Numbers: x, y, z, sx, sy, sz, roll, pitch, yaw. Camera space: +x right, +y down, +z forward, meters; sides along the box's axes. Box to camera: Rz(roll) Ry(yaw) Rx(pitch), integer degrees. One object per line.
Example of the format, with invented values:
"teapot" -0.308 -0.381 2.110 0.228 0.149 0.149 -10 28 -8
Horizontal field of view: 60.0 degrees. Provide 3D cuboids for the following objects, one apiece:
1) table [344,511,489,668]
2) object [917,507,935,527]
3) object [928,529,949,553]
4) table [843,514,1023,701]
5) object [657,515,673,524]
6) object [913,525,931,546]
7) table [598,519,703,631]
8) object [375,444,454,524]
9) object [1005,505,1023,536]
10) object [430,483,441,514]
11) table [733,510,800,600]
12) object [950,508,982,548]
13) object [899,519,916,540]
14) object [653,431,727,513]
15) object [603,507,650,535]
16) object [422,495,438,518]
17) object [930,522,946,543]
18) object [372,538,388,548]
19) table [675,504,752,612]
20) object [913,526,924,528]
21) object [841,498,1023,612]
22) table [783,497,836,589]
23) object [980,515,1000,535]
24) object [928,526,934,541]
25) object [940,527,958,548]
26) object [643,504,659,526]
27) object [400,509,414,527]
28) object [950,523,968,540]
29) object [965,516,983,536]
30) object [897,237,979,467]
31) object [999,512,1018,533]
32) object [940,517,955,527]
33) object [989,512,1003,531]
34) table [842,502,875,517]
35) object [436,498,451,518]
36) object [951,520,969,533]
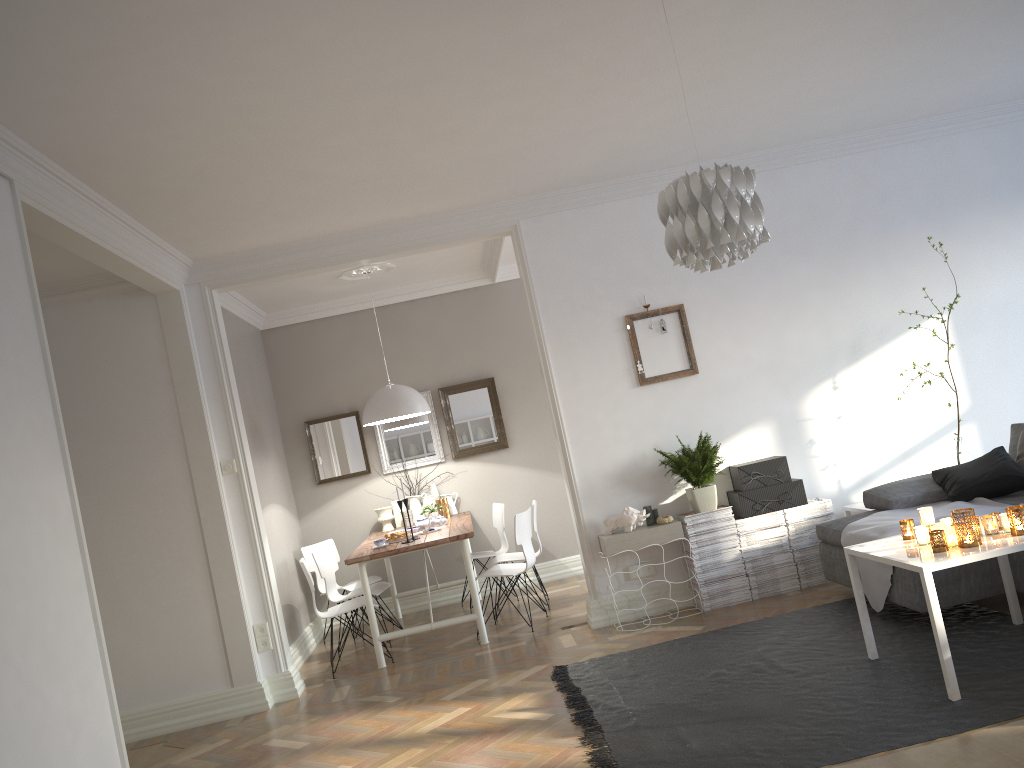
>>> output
"table" -0.647 1.489 6.720 0.852 0.749 1.988 -12 -3 -4
"object" 1.711 0.548 3.661 0.060 0.073 0.060 -13 -3 12
"object" 1.675 0.617 3.484 0.060 0.079 0.060 -11 -3 -14
"table" 1.899 0.877 3.632 0.715 0.504 0.675 -12 -3 -4
"object" 0.948 0.840 5.492 0.104 0.046 0.099 -15 -4 42
"object" 1.697 0.627 3.668 0.060 0.073 0.060 -11 -3 -24
"table" 0.847 1.179 5.498 0.553 0.575 0.299 -12 -3 -3
"object" -0.819 0.795 7.569 0.697 0.780 0.352 -11 -3 -22
"object" 1.992 0.536 3.481 0.080 0.104 0.080 -11 -3 -14
"object" -0.659 1.013 7.686 0.091 0.300 0.091 -14 -3 39
"table" 1.574 1.066 5.586 0.327 0.499 0.247 -12 -3 -4
"object" 1.775 0.564 3.467 0.090 0.139 0.087 -10 -3 -34
"object" 1.717 0.630 3.841 0.060 0.079 0.060 -12 -3 -10
"object" 1.152 0.560 5.556 0.438 0.526 0.369 -12 -3 -4
"object" 0.708 0.839 5.498 0.311 0.150 0.137 -14 -3 26
"object" -0.695 1.060 7.560 0.114 0.209 0.113 -12 -3 -4
"object" 1.760 0.612 3.649 0.060 0.073 0.060 -11 -3 -24
"object" -0.899 1.092 6.085 0.138 0.056 0.116 -14 -4 26
"table" 1.263 1.082 5.566 0.321 0.596 0.247 -12 -3 -4
"object" 1.697 0.624 3.668 0.056 0.066 0.057 -10 -4 -42
"object" 2.162 0.876 4.541 0.725 0.437 0.813 -12 -3 -6
"table" 1.881 1.001 5.608 0.327 0.499 0.247 -12 -3 -4
"object" 1.934 0.571 3.585 0.060 0.073 0.060 -13 -3 21
"object" 1.758 0.625 3.727 0.052 0.058 0.050 -10 -4 -35
"object" 1.736 0.609 3.520 0.060 0.073 0.060 -11 -3 -15
"object" 0.872 0.816 5.570 0.062 0.134 0.123 -14 -4 37
"object" -0.880 1.137 7.506 0.094 0.132 0.097 -10 -4 -38
"object" 1.793 0.599 3.549 0.060 0.073 0.060 -11 -3 -15
"object" 1.892 0.583 3.633 0.060 0.073 0.060 -13 -3 21
"object" 2.597 -0.087 5.444 0.775 1.673 0.340 -9 -4 -45
"object" 1.992 0.556 3.554 0.060 0.073 0.060 -10 -4 -42
"object" 1.831 0.601 3.714 0.060 0.073 0.060 -13 -3 21
"object" 1.990 0.565 3.639 0.054 0.068 0.047 -9 -4 -44
"table" 2.402 0.932 5.525 0.437 0.411 0.423 -12 -3 -4
"object" -0.582 1.057 7.529 0.095 0.163 0.095 -14 -3 36
"object" 1.829 0.595 3.616 0.060 0.073 0.060 -15 -4 42
